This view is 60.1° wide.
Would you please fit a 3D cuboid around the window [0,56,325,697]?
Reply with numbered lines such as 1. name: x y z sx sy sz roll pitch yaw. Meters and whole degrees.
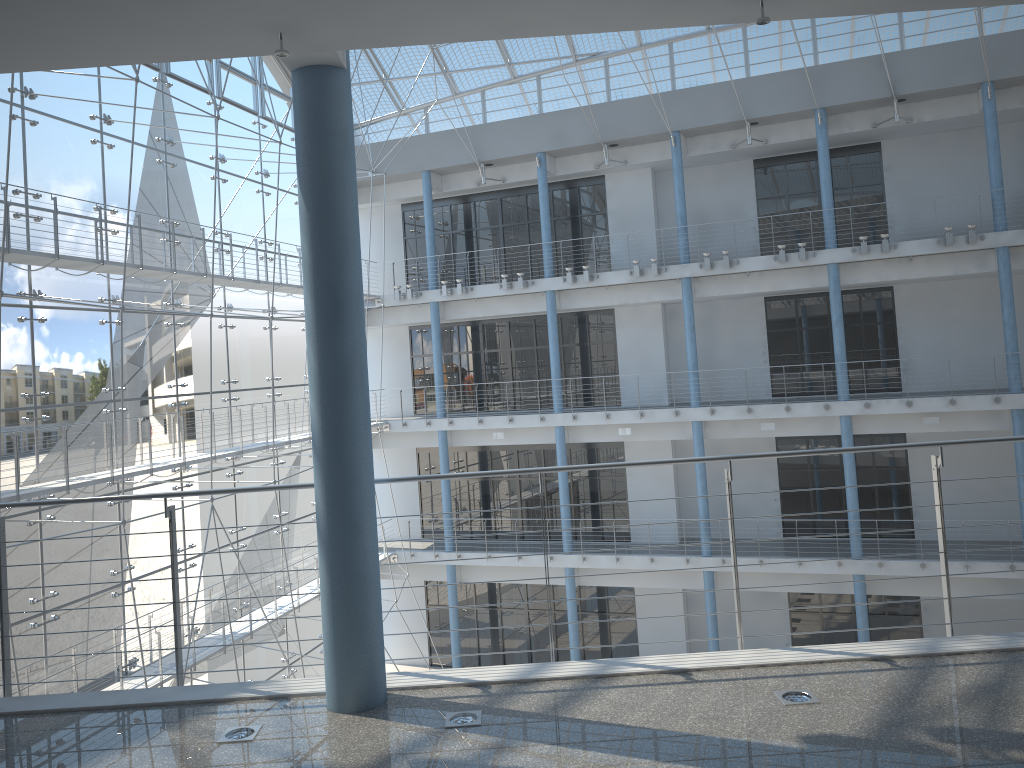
1. window: -1.170 -0.110 2.078 0.010 2.779 3.849 -5 0 16
